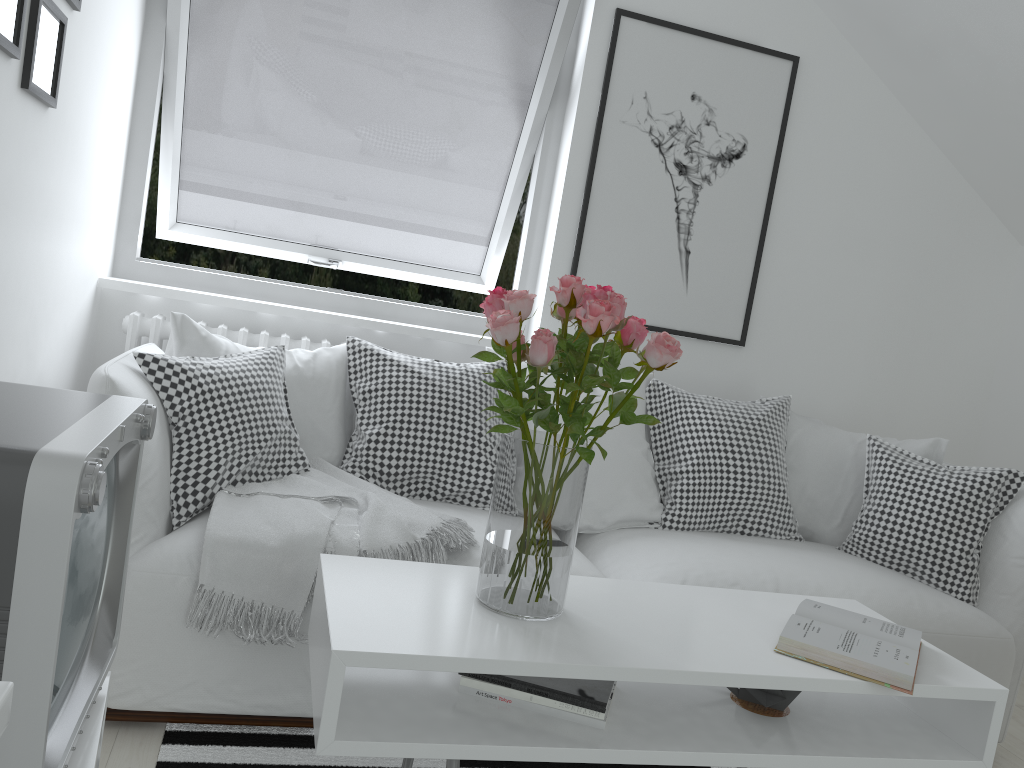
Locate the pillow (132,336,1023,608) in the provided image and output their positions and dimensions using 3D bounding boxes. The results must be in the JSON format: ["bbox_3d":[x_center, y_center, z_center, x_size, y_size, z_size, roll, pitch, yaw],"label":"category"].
[{"bbox_3d":[0.228,0.212,2.615,2.488,0.513,0.676,8,5,-13],"label":"pillow"}]

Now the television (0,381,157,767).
[{"bbox_3d":[-0.566,0.208,0.939,0.273,0.374,0.414,8,5,-15],"label":"television"}]

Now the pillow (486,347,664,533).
[{"bbox_3d":[0.199,0.193,2.751,0.599,0.505,0.391,8,5,-15],"label":"pillow"}]

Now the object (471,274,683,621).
[{"bbox_3d":[0.075,0.109,1.552,0.350,0.599,0.327,10,5,5],"label":"object"}]

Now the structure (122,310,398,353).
[{"bbox_3d":[-0.455,0.204,2.989,1.655,0.660,0.206,8,5,-15],"label":"structure"}]

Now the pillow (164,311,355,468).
[{"bbox_3d":[-0.713,0.070,2.527,0.617,0.491,0.321,5,7,-41],"label":"pillow"}]

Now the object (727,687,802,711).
[{"bbox_3d":[0.474,0.565,1.691,0.194,0.088,0.186,7,6,-26],"label":"object"}]

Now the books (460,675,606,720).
[{"bbox_3d":[0.049,0.525,1.590,0.254,0.014,0.191,10,5,10],"label":"books"}]

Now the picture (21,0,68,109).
[{"bbox_3d":[-0.955,-0.681,1.816,0.017,0.194,0.218,8,5,-15],"label":"picture"}]

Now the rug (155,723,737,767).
[{"bbox_3d":[0.444,1.056,0.921,1.846,0.004,4.362,8,5,-15],"label":"rug"}]

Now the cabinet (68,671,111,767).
[{"bbox_3d":[-0.669,0.621,0.962,0.350,0.477,0.467,8,5,-21],"label":"cabinet"}]

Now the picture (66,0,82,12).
[{"bbox_3d":[-0.926,-0.957,1.859,0.019,0.266,0.290,8,5,-15],"label":"picture"}]

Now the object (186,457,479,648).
[{"bbox_3d":[-0.442,0.380,2.308,0.670,0.291,0.831,8,5,-16],"label":"object"}]

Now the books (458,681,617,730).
[{"bbox_3d":[0.051,0.540,1.589,0.259,0.014,0.191,11,5,11],"label":"books"}]

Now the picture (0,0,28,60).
[{"bbox_3d":[-0.869,-0.723,1.527,0.018,0.274,0.225,8,5,-15],"label":"picture"}]

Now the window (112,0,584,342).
[{"bbox_3d":[-3.329,-1.430,4.297,12.055,8.137,4.514,8,5,-15],"label":"window"}]

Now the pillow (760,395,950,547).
[{"bbox_3d":[1.091,0.337,2.983,0.623,0.498,0.333,11,5,18],"label":"pillow"}]

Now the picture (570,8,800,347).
[{"bbox_3d":[0.615,-0.716,3.189,0.720,1.072,0.015,8,5,-15],"label":"picture"}]

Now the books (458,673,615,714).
[{"bbox_3d":[0.055,0.512,1.595,0.257,0.012,0.207,11,5,13],"label":"books"}]

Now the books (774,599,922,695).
[{"bbox_3d":[0.648,0.480,1.680,0.231,0.040,0.342,12,6,27],"label":"books"}]

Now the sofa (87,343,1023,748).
[{"bbox_3d":[0.194,0.475,2.599,2.647,0.768,0.917,8,5,-15],"label":"sofa"}]
